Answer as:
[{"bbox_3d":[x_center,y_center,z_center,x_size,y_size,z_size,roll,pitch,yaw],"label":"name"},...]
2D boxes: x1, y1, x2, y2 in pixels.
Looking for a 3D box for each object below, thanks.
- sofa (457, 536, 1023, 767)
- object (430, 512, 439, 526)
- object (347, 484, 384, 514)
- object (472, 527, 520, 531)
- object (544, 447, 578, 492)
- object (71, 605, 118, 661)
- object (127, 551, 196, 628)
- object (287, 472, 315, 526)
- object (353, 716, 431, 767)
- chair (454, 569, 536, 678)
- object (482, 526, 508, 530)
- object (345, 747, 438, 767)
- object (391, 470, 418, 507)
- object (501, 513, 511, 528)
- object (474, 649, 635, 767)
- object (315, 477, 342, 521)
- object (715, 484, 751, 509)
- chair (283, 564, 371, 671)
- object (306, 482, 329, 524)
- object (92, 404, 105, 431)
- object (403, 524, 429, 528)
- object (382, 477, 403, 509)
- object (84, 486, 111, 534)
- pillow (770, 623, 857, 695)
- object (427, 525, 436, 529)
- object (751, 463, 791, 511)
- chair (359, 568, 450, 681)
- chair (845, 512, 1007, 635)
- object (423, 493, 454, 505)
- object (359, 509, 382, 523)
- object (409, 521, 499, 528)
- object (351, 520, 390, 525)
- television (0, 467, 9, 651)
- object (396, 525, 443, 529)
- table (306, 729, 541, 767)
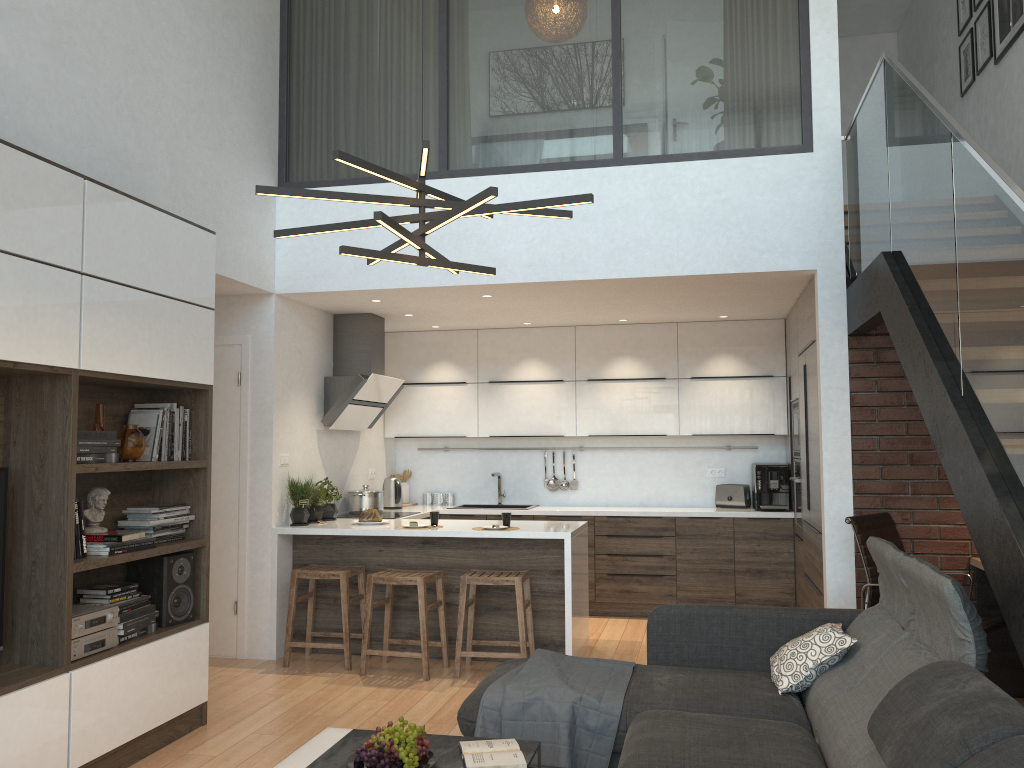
[{"bbox_3d":[0.332,1.063,2.563,2.108,0.995,3.169,-1,-4,12],"label":"sofa"},{"bbox_3d":[-0.513,0.893,5.862,0.066,0.093,0.066,3,-5,-42],"label":"object"},{"bbox_3d":[-1.154,0.905,6.994,0.315,0.223,0.288,3,-5,-37],"label":"object"},{"bbox_3d":[-0.103,0.924,5.671,0.304,0.002,0.304,-4,-6,44],"label":"object"},{"bbox_3d":[0.422,0.752,7.819,0.320,0.389,0.069,-1,-4,13],"label":"object"},{"bbox_3d":[-1.839,1.032,3.688,0.270,0.174,0.285,-1,-4,12],"label":"object"},{"bbox_3d":[-1.710,0.997,4.342,0.244,0.331,0.214,-2,-4,22],"label":"object"},{"bbox_3d":[-1.430,0.771,5.996,0.186,0.367,0.196,-1,-4,12],"label":"object"},{"bbox_3d":[-0.393,1.156,2.874,0.256,0.173,0.279,-1,-4,9],"label":"object"},{"bbox_3d":[-0.098,1.460,5.429,0.450,0.600,0.350,-1,-4,10],"label":"chair"},{"bbox_3d":[-0.110,0.913,5.629,0.176,0.014,0.176,-2,-4,17],"label":"object"},{"bbox_3d":[-0.387,1.225,2.861,0.295,0.026,0.295,-1,-4,6],"label":"object"},{"bbox_3d":[-0.999,0.930,7.958,0.221,0.316,0.330,-1,-4,12],"label":"object"},{"bbox_3d":[-0.036,0.880,5.728,0.066,0.093,0.066,1,-4,-15],"label":"object"},{"bbox_3d":[0.219,1.340,3.610,0.548,0.369,0.685,-2,-4,20],"label":"object"},{"bbox_3d":[-1.334,0.826,6.395,0.179,0.311,0.172,-2,-4,23],"label":"object"},{"bbox_3d":[1.843,0.935,7.402,0.260,0.195,0.177,-3,-5,32],"label":"object"},{"bbox_3d":[-1.183,1.485,5.707,0.450,0.600,0.350,-1,-4,12],"label":"chair"},{"bbox_3d":[-1.382,0.828,6.204,0.221,0.283,0.211,-2,-4,25],"label":"object"},{"bbox_3d":[-1.871,0.221,4.007,0.081,0.265,0.082,-3,-5,34],"label":"object"},{"bbox_3d":[-0.624,0.926,5.777,0.176,0.014,0.176,0,-4,2],"label":"object"},{"bbox_3d":[-1.020,0.924,7.528,0.179,0.270,0.220,0,-4,-1],"label":"object"},{"bbox_3d":[-1.878,0.565,3.988,0.117,0.207,0.116,3,-5,-37],"label":"object"},{"bbox_3d":[0.943,1.000,2.544,0.386,0.364,2.734,-1,-4,16],"label":"pillow"},{"bbox_3d":[-0.520,0.925,5.738,0.025,0.011,0.126,-1,-4,16],"label":"object"},{"bbox_3d":[2.102,0.830,7.200,0.274,0.378,0.532,-1,-4,12],"label":"object"},{"bbox_3d":[-0.656,1.466,5.468,0.450,0.600,0.350,-2,-4,17],"label":"chair"},{"bbox_3d":[2.162,1.193,4.633,0.651,0.991,0.700,3,-5,-43],"label":"chair"},{"bbox_3d":[-0.665,1.037,8.003,0.297,0.105,0.112,-1,-4,14],"label":"object"},{"bbox_3d":[-0.974,0.909,6.083,0.155,0.101,0.161,-1,-4,8],"label":"object"},{"bbox_3d":[-0.373,0.905,5.695,0.597,0.039,0.064,-1,-4,8],"label":"object"},{"bbox_3d":[-0.966,0.947,6.067,0.261,0.021,0.261,-1,-4,7],"label":"object"},{"bbox_3d":[-2.091,0.670,2.815,0.229,0.779,1.220,-1,-4,12],"label":"television"},{"bbox_3d":[-0.604,0.937,5.810,0.305,0.002,0.305,1,-4,-19],"label":"object"},{"bbox_3d":[-0.314,1.398,2.833,0.700,0.323,0.700,-1,-4,12],"label":"table"}]
